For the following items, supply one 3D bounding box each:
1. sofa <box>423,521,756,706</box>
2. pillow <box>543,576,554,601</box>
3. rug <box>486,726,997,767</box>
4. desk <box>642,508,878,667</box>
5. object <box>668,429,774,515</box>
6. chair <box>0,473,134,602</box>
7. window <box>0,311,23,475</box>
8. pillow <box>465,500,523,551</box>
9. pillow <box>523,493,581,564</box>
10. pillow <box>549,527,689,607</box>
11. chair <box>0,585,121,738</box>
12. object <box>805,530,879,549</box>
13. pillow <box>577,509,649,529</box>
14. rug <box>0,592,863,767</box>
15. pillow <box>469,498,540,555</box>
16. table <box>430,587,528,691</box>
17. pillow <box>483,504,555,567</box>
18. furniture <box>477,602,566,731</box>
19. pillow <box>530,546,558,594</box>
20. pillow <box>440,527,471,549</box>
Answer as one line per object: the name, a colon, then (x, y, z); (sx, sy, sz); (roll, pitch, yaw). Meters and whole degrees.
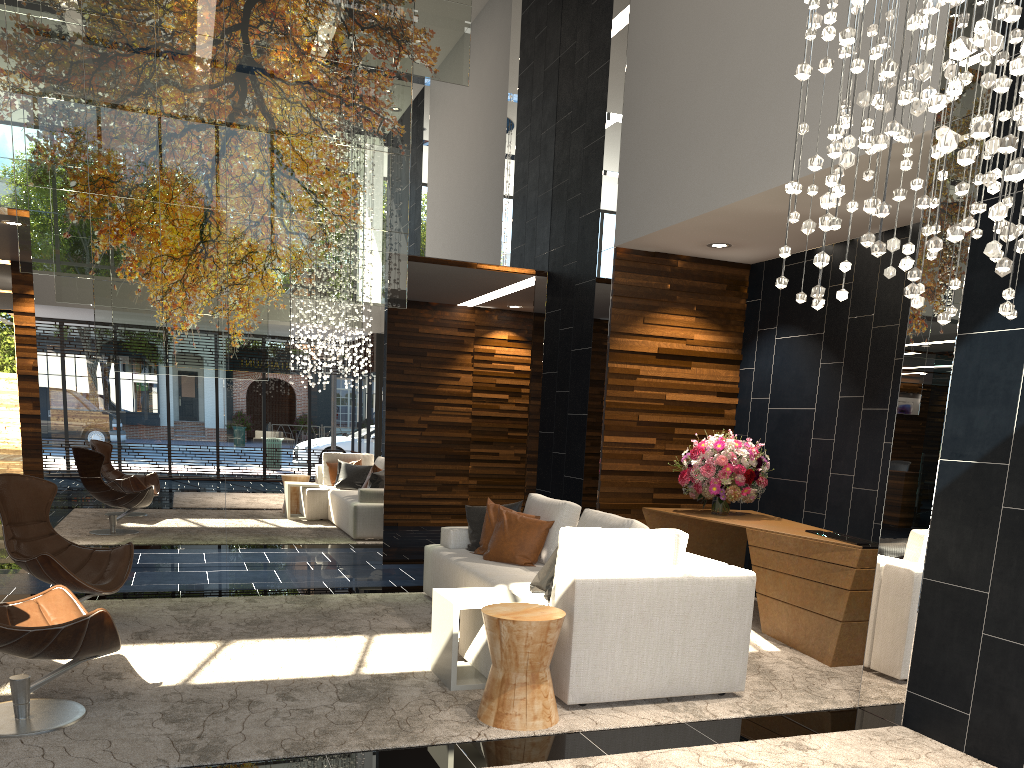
sofa: (0.158, 1.304, 5.566); (1.293, 0.698, 2.792); (3, -2, -21)
pillow: (0.395, 1.041, 4.879); (0.251, 0.425, 0.550); (8, 5, 37)
rug: (0.730, 1.549, 2.571); (3.422, 0.006, 2.288); (4, -3, -21)
desk: (1.906, 1.402, 6.334); (0.991, 0.765, 2.197); (2, -1, -21)
object: (1.668, 0.691, 6.788); (0.690, 0.695, 0.644); (0, 5, -30)
chair: (-2.736, 1.022, 5.160); (0.787, 0.956, 0.657); (3, 6, 7)
window: (-9.388, 0.163, 14.345); (3.962, 2.922, 0.058); (2, 10, -20)
pillow: (-0.141, 1.048, 6.370); (0.549, 0.427, 0.250); (4, 7, 26)
pillow: (0.239, 1.034, 6.168); (0.247, 0.462, 0.703); (0, 2, -21)
pillow: (0.560, 0.976, 4.519); (0.713, 0.472, 0.211); (2, 8, -19)
chair: (-2.068, 0.986, 3.638); (0.665, 0.955, 0.779); (7, 7, 37)
object: (2.167, 0.999, 5.551); (0.241, 0.027, 0.697); (3, -3, -10)
pillow: (0.552, 1.019, 5.345); (0.290, 0.446, 0.703); (0, 2, -20)
rug: (-0.303, 1.627, 5.400); (5.910, 0.006, 3.147); (4, -3, -21)
pillow: (-0.042, 1.041, 6.179); (0.542, 0.442, 0.239); (5, 7, 34)
table: (-0.187, 1.360, 4.637); (0.400, 0.479, 0.389); (1, 6, -21)
pillow: (0.025, 1.059, 5.974); (0.512, 0.424, 0.265); (5, 7, 39)
furniture: (0.041, 1.317, 4.044); (0.391, 0.536, 0.383); (4, 6, 14)
pillow: (0.322, 1.047, 5.043); (0.296, 0.374, 0.499); (6, 3, 29)
pillow: (-0.235, 1.179, 6.648); (0.624, 0.155, 0.234); (4, 1, -26)
